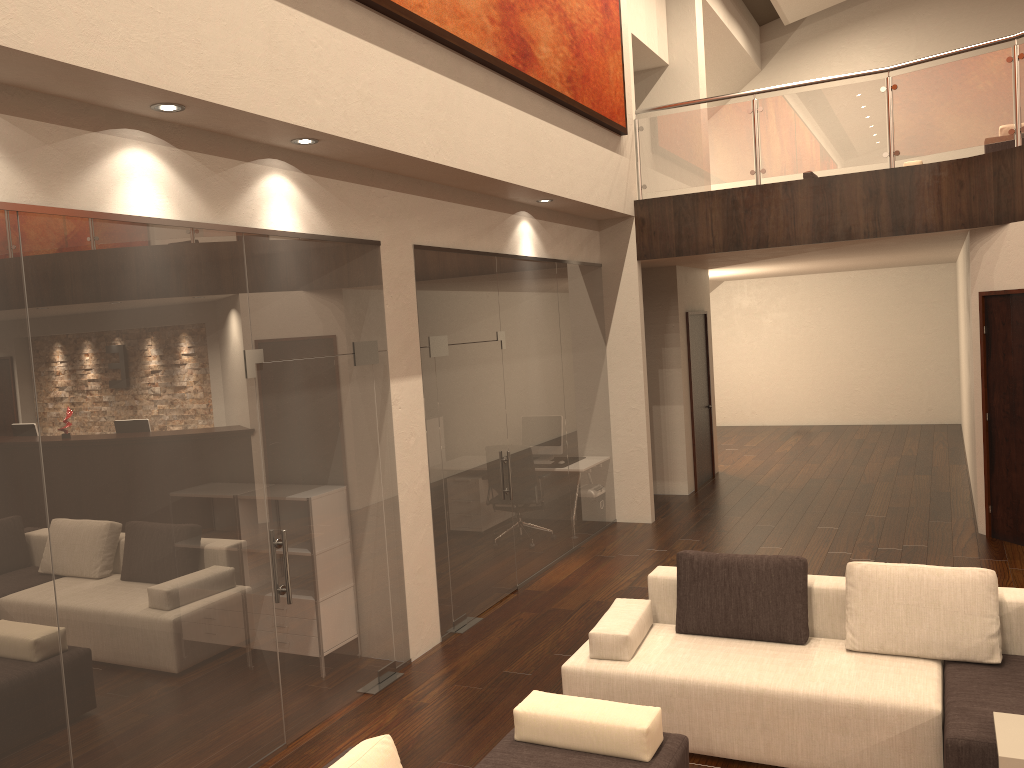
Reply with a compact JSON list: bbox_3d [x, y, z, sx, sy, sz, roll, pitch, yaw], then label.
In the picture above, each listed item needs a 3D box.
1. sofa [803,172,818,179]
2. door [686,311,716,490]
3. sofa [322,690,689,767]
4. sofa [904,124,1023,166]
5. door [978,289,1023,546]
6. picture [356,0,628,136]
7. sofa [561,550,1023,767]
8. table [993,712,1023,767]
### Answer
[{"bbox_3d":[6.112,-2.946,13.672,3.366,0.862,2.586,-2,4,26],"label":"sofa"},{"bbox_3d":[2.439,0.178,11.512,0.104,2.232,0.990,-2,4,26],"label":"door"},{"bbox_3d":[0.276,1.608,2.167,2.586,0.862,3.366,-2,4,26],"label":"sofa"},{"bbox_3d":[6.901,-2.865,11.625,3.366,0.862,2.586,-2,4,26],"label":"sofa"},{"bbox_3d":[4.410,0.305,7.559,0.104,2.232,0.990,-5,4,-14],"label":"door"},{"bbox_3d":[-0.355,-3.486,5.951,0.070,2.526,6.485,-2,4,26],"label":"picture"},{"bbox_3d":[1.686,1.375,4.373,2.846,0.862,1.291,-2,4,26],"label":"sofa"},{"bbox_3d":[2.118,1.609,3.452,0.400,0.460,0.400,-2,4,26],"label":"table"}]
